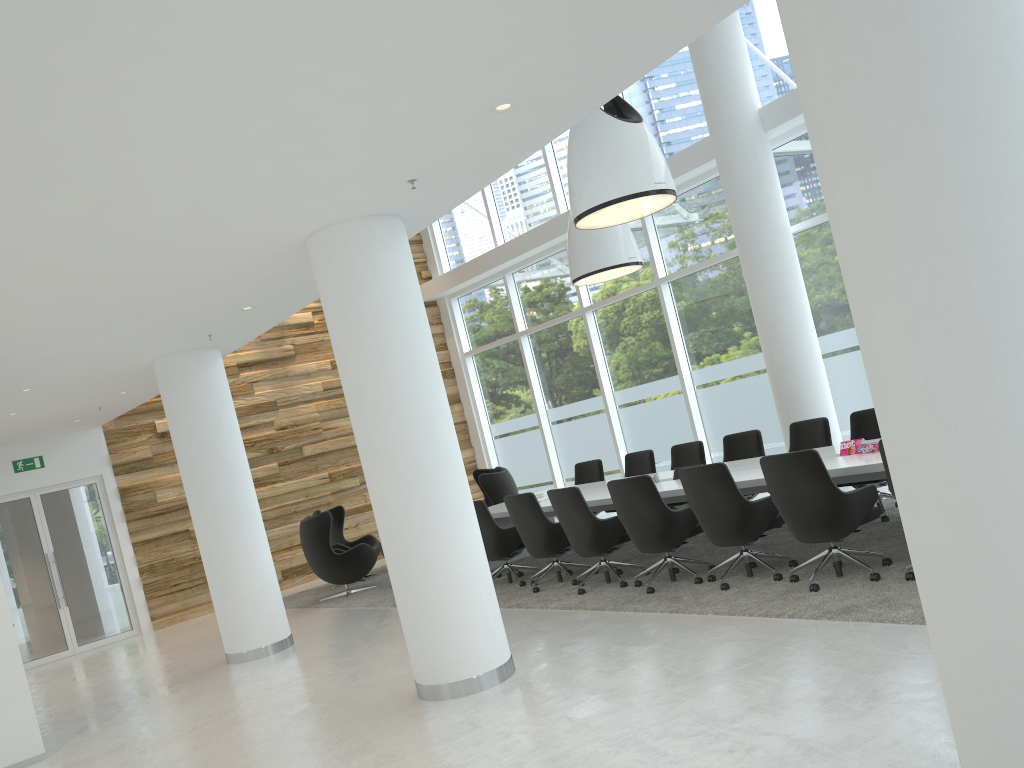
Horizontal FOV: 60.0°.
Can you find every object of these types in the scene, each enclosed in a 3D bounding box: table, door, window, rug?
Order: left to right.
[{"bbox_3d":[-14.603,2.119,1.680,62.936,6.142,30.827,-14,-3,3],"label":"window"},{"bbox_3d":[-6.439,2.647,12.471,1.791,2.402,0.133,-13,0,-35],"label":"door"},{"bbox_3d":[1.623,1.671,8.576,3.909,0.010,13.559,-11,-4,-37],"label":"rug"},{"bbox_3d":[1.853,1.223,8.394,1.489,0.739,6.611,-12,-4,-38],"label":"table"}]

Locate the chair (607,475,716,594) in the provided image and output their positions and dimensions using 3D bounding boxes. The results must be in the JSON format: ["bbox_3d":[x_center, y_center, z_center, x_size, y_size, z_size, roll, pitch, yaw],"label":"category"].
[{"bbox_3d":[1.236,1.198,7.408,0.668,0.966,0.691,-13,-1,-43],"label":"chair"}]

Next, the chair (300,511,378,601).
[{"bbox_3d":[-2.261,2.210,11.695,0.921,1.153,0.910,-15,-1,42],"label":"chair"}]

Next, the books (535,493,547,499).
[{"bbox_3d":[0.380,1.360,10.198,0.138,0.223,0.163,-14,-1,-37],"label":"books"}]

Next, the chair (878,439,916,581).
[{"bbox_3d":[2.718,0.725,5.517,0.668,0.966,0.691,-13,-1,-43],"label":"chair"}]

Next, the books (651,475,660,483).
[{"bbox_3d":[1.411,1.016,8.793,0.152,0.238,0.192,-14,-1,-38],"label":"books"}]

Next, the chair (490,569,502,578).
[{"bbox_3d":[-0.607,1.798,9.965,0.669,0.966,0.691,-14,-1,-33],"label":"chair"}]

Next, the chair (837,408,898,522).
[{"bbox_3d":[3.272,0.734,8.096,0.668,0.966,0.691,-13,-1,-38],"label":"chair"}]

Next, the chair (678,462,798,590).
[{"bbox_3d":[1.733,1.045,6.871,0.668,0.966,0.691,-13,-1,-38],"label":"chair"}]

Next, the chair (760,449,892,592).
[{"bbox_3d":[2.178,0.897,6.196,0.668,0.966,0.691,-13,-1,-38],"label":"chair"}]

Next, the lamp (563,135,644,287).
[{"bbox_3d":[0.700,-3.049,10.476,0.885,3.649,0.882,-14,0,6],"label":"lamp"}]

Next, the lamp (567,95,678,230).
[{"bbox_3d":[0.499,-3.181,7.279,0.886,3.649,0.881,-14,0,8],"label":"lamp"}]

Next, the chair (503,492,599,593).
[{"bbox_3d":[0.359,1.486,8.667,0.668,0.966,0.691,-13,-1,-38],"label":"chair"}]

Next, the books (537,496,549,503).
[{"bbox_3d":[0.347,1.283,9.842,0.222,0.026,0.265,-12,-4,-28],"label":"books"}]

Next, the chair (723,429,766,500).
[{"bbox_3d":[2.395,1.022,9.355,0.668,0.966,0.691,-13,-1,-43],"label":"chair"}]

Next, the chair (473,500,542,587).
[{"bbox_3d":[-0.131,1.644,9.314,0.668,0.966,0.691,-13,-1,-38],"label":"chair"}]

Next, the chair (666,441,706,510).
[{"bbox_3d":[1.897,1.176,9.891,0.668,0.966,0.691,-13,-1,-38],"label":"chair"}]

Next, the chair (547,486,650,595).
[{"bbox_3d":[0.759,1.351,8.022,0.669,0.966,0.691,-14,-1,-33],"label":"chair"}]

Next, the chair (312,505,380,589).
[{"bbox_3d":[-2.399,2.310,12.859,0.920,1.153,0.911,-14,-1,12],"label":"chair"}]

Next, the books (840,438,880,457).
[{"bbox_3d":[2.799,0.575,7.010,0.229,0.275,0.600,-14,-2,-17],"label":"books"}]

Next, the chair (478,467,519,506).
[{"bbox_3d":[-0.309,1.742,11.942,0.920,1.153,0.911,-14,-1,12],"label":"chair"}]

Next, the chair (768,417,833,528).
[{"bbox_3d":[2.872,0.870,8.741,0.669,0.966,0.691,-14,-1,-33],"label":"chair"}]

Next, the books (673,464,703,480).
[{"bbox_3d":[1.689,0.913,8.567,0.138,0.230,0.359,-14,-2,-38],"label":"books"}]

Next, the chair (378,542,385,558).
[{"bbox_3d":[-1.240,1.933,11.249,0.909,1.153,0.922,-14,-1,-18],"label":"chair"}]

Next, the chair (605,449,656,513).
[{"bbox_3d":[1.453,1.324,10.567,0.668,0.966,0.691,-13,-1,-38],"label":"chair"}]

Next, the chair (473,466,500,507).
[{"bbox_3d":[-0.406,1.836,13.177,0.921,1.153,0.910,-15,-1,42],"label":"chair"}]

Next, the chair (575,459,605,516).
[{"bbox_3d":[0.912,1.496,11.246,0.668,0.966,0.691,-13,-1,-43],"label":"chair"}]
